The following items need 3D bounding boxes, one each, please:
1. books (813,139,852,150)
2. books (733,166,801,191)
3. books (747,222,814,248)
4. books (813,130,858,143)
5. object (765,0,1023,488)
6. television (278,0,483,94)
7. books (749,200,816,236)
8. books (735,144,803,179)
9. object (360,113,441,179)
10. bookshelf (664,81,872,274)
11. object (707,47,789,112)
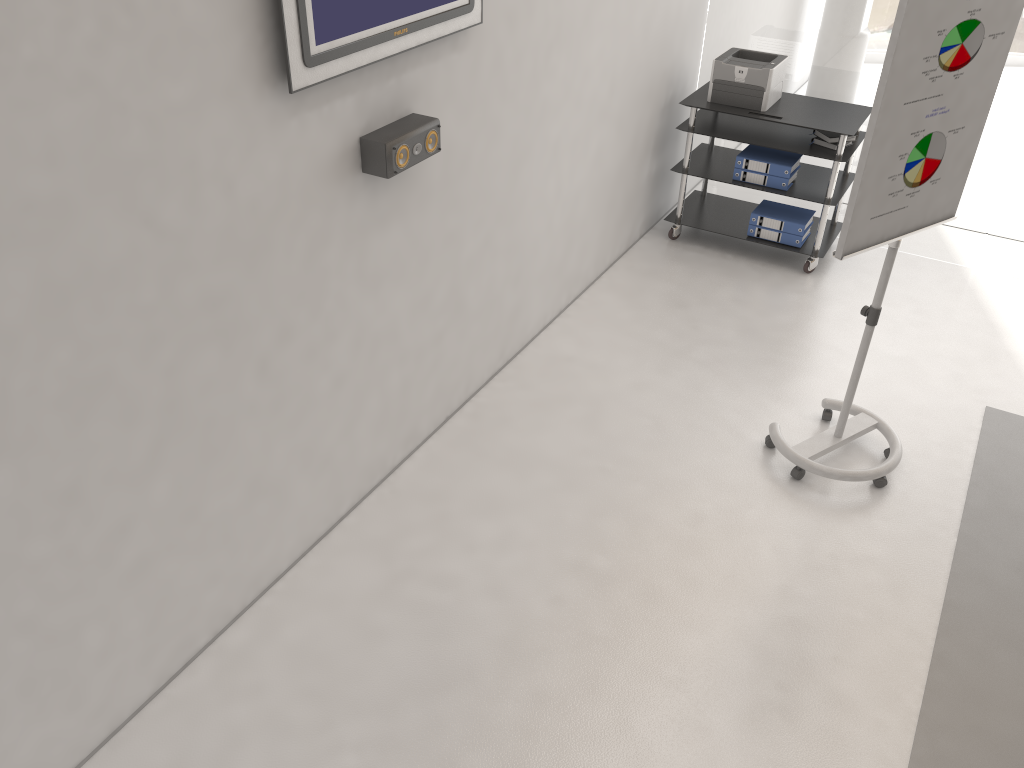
[{"bbox_3d":[1.811,-1.373,5.006,0.170,0.028,0.146,-26,43,-34],"label":"books"},{"bbox_3d":[1.497,-1.240,5.216,0.320,0.077,0.263,19,38,23],"label":"books"},{"bbox_3d":[1.612,-0.932,5.329,0.320,0.077,0.263,19,38,23],"label":"books"},{"bbox_3d":[1.820,-1.405,4.995,0.183,0.032,0.164,-9,36,-14],"label":"books"},{"bbox_3d":[1.405,-0.558,3.252,0.560,2.088,0.553,10,36,12],"label":"object"},{"bbox_3d":[-0.366,-1.291,2.642,0.049,0.590,1.013,19,38,23],"label":"television"},{"bbox_3d":[1.615,-0.993,5.289,0.320,0.077,0.263,19,38,23],"label":"books"},{"bbox_3d":[1.500,-1.301,5.176,0.320,0.077,0.263,19,38,23],"label":"books"},{"bbox_3d":[-0.362,-0.794,2.953,0.123,0.117,0.298,19,38,23],"label":"object"},{"bbox_3d":[1.512,-1.249,5.339,0.985,0.855,0.567,19,38,23],"label":"bookshelf"},{"bbox_3d":[1.361,-1.761,5.113,0.351,0.235,0.350,19,38,23],"label":"object"}]
